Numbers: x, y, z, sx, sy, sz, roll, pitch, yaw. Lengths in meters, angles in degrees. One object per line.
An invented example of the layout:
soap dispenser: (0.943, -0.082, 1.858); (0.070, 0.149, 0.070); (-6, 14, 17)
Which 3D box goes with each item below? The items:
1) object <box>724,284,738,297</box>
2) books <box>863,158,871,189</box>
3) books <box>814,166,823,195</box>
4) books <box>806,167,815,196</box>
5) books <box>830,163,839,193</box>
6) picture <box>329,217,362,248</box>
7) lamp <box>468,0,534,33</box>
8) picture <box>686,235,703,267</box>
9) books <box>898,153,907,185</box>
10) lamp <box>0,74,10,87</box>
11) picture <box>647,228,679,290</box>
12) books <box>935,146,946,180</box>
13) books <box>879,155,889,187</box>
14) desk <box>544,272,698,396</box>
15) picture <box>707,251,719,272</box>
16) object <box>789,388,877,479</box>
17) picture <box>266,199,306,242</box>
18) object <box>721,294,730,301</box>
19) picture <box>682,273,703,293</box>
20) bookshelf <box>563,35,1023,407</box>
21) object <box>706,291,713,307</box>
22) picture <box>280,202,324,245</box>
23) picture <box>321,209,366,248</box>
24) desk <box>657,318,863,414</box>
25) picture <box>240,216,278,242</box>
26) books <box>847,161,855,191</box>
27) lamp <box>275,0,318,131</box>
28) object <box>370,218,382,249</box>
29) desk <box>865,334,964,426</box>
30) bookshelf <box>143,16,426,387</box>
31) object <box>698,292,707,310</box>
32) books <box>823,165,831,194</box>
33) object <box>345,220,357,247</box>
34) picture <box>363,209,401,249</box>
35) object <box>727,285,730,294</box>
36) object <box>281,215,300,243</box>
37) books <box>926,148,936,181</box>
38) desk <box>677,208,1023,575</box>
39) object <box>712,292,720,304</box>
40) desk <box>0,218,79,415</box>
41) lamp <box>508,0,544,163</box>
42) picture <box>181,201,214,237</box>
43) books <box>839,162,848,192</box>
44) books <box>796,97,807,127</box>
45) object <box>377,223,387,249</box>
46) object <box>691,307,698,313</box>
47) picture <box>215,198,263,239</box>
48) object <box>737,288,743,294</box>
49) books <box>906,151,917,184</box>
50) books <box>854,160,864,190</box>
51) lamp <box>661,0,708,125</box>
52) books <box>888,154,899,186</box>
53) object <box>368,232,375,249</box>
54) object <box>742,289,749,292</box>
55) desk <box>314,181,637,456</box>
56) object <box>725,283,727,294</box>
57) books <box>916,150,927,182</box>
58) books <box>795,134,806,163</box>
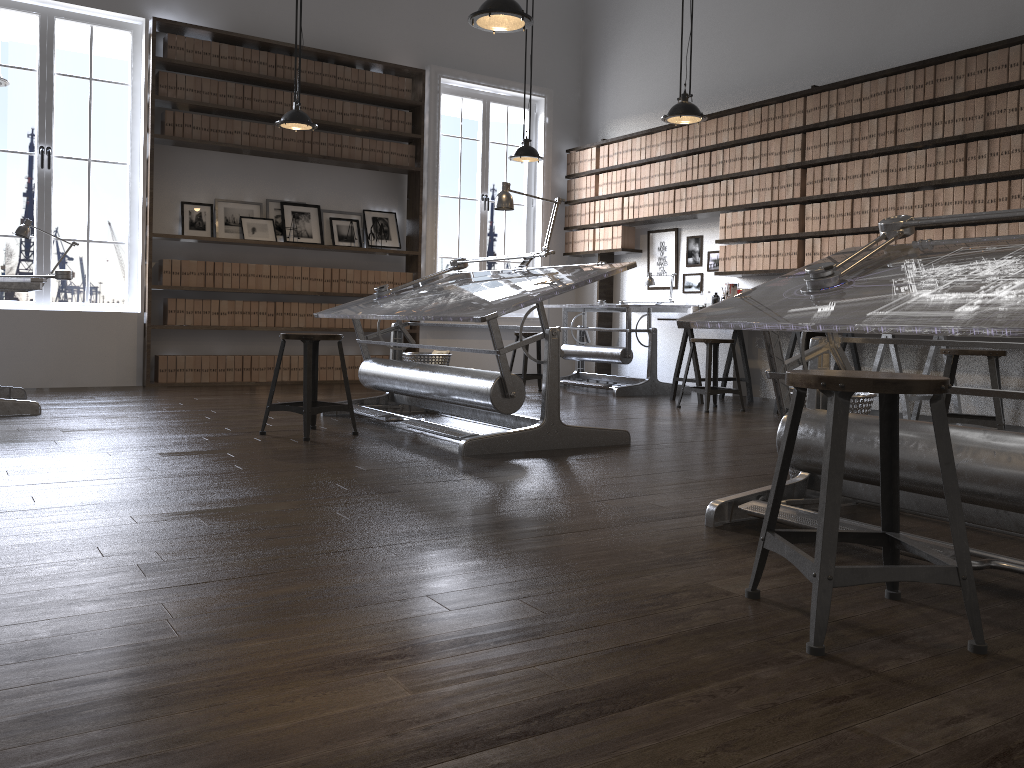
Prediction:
object: (1.848, -0.758, 7.483); (0.107, 0.177, 0.107); (0, 2, -31)
books: (2.615, -1.503, 6.391); (0.174, 0.225, 0.067); (0, 2, -33)
books: (2.383, -1.534, 6.743); (0.174, 0.225, 0.067); (0, 2, -33)
books: (2.348, -1.539, 6.808); (0.174, 0.225, 0.067); (0, 2, -33)
books: (2.463, -1.523, 6.621); (0.174, 0.225, 0.067); (0, 2, -33)
picture: (-1.559, -1.413, 8.313); (0.289, 0.290, 0.127); (0, 2, -33)
lamp: (-0.025, -2.831, 4.168); (0.312, 2.250, 0.311); (1, 1, -13)
picture: (1.679, -1.219, 8.140); (0.022, 0.284, 0.202); (1, 2, -33)
books: (2.766, -1.483, 6.161); (0.174, 0.225, 0.067); (0, 2, -33)
lamp: (-3.269, -3.005, 5.477); (0.311, 2.250, 0.313); (2, 1, 37)
picture: (1.442, -1.192, 8.486); (0.040, 0.574, 0.416); (1, 2, -33)
books: (2.914, -1.463, 5.926); (0.174, 0.225, 0.067); (0, 2, -33)
books: (2.686, -1.493, 6.275); (0.174, 0.225, 0.067); (0, 2, -33)
desk: (1.005, -0.487, 8.103); (1.071, 1.096, 1.271); (0, 3, -33)
picture: (1.837, -1.096, 7.891); (0.023, 0.183, 0.251); (1, 3, -33)
object: (1.167, 0.216, 3.311); (0.353, 0.377, 0.354); (1, 3, -11)
picture: (-2.045, -1.465, 8.050); (0.369, 0.405, 0.091); (0, 2, -33)
object: (1.880, -0.680, 7.274); (0.345, 0.146, 0.077); (1, 2, -10)
picture: (1.665, -0.927, 8.154); (0.023, 0.183, 0.251); (1, 3, -33)
bookshelf: (3.173, -0.593, 5.664); (0.373, 3.202, 9.196); (1, 4, -33)
object: (1.640, -0.657, 7.394); (0.068, 0.237, 0.069); (0, 2, -36)
picture: (-1.911, -1.456, 8.074); (0.373, 0.391, 0.149); (0, 2, -33)
picture: (-1.591, -1.450, 8.340); (0.434, 0.361, 0.095); (0, 2, -33)
desk: (1.911, -0.150, 6.750); (0.655, 0.668, 1.672); (0, 4, -33)
picture: (-2.241, -1.363, 7.832); (0.300, 0.229, 0.145); (0, 3, -33)
books: (2.544, -1.513, 6.504); (0.174, 0.225, 0.067); (0, 2, -33)
lamp: (-1.577, -3.041, 6.574); (0.311, 2.250, 0.313); (2, 1, 37)
object: (-1.281, -1.415, 8.347); (0.118, 0.304, 0.040); (0, 1, -33)
desk: (2.867, -0.021, 5.268); (0.655, 0.668, 1.672); (0, 4, -33)
bookshelf: (-2.025, -1.149, 8.034); (2.473, 3.719, 0.413); (0, 2, -33)
object: (1.580, -0.652, 7.356); (0.068, 0.229, 0.069); (0, 2, -36)
books: (2.429, -1.528, 6.683); (0.174, 0.225, 0.067); (0, 2, -33)
object: (-1.489, -1.388, 8.203); (0.124, 0.260, 0.040); (0, 2, -33)
picture: (-1.251, -1.489, 8.524); (0.343, 0.364, 0.161); (0, 2, -33)
object: (1.756, -0.711, 7.240); (0.006, 0.192, 0.055); (1, 1, -34)
object: (-1.967, -1.378, 7.879); (0.174, 0.260, 0.040); (0, 2, -33)
books: (2.876, -1.467, 5.976); (0.174, 0.225, 0.067); (0, 2, -33)
desk: (1.525, -0.202, 2.238); (1.076, 1.385, 2.073); (0, 3, -33)
object: (1.711, -0.655, 7.440); (0.068, 0.229, 0.069); (0, 2, -36)
desk: (-3.281, -0.448, 5.404); (1.171, 1.187, 1.271); (0, 3, -33)
lamp: (0.150, -3.077, 7.684); (0.311, 2.250, 0.313); (2, 1, 37)
picture: (-2.713, -1.407, 7.637); (0.267, 0.315, 0.058); (0, 2, -33)
books: (2.505, -1.518, 6.564); (0.174, 0.225, 0.067); (0, 2, -33)
books: (2.297, -2.099, 6.886); (0.174, 0.225, 0.067); (0, 2, -33)
object: (-1.238, -1.397, 8.408); (0.110, 0.261, 0.040); (0, 2, -33)
object: (1.530, -0.595, 7.408); (0.068, 0.104, 0.068); (0, 2, -28)
picture: (-2.404, -1.437, 7.814); (0.415, 0.365, 0.083); (0, 2, -33)
object: (1.926, -0.740, 7.494); (0.051, 0.139, 0.050); (0, 2, -35)
books: (2.801, -1.478, 6.100); (0.174, 0.225, 0.067); (0, 2, -33)
books: (2.575, -1.508, 6.444); (0.174, 0.225, 0.067); (0, 2, -33)
lamp: (1.209, -2.934, 6.051); (0.311, 2.250, 0.313); (2, 1, 37)
books: (2.727, -1.488, 6.218); (0.174, 0.225, 0.067); (0, 2, -33)
object: (-1.314, -1.342, 8.286); (0.066, 0.165, 0.040); (0, 2, -33)
object: (1.967, -0.735, 7.436); (0.070, 0.130, 0.070); (2, 2, 5)
desk: (-0.292, -0.447, 5.054); (1.076, 1.385, 2.284); (0, 4, -33)
object: (1.741, -0.716, 7.235); (0.007, 0.214, 0.055); (1, 1, 2)
books: (2.837, -1.472, 6.037); (0.174, 0.225, 0.067); (0, 2, -33)
books: (2.287, -1.822, 6.898); (0.174, 0.225, 0.067); (0, 2, -33)
